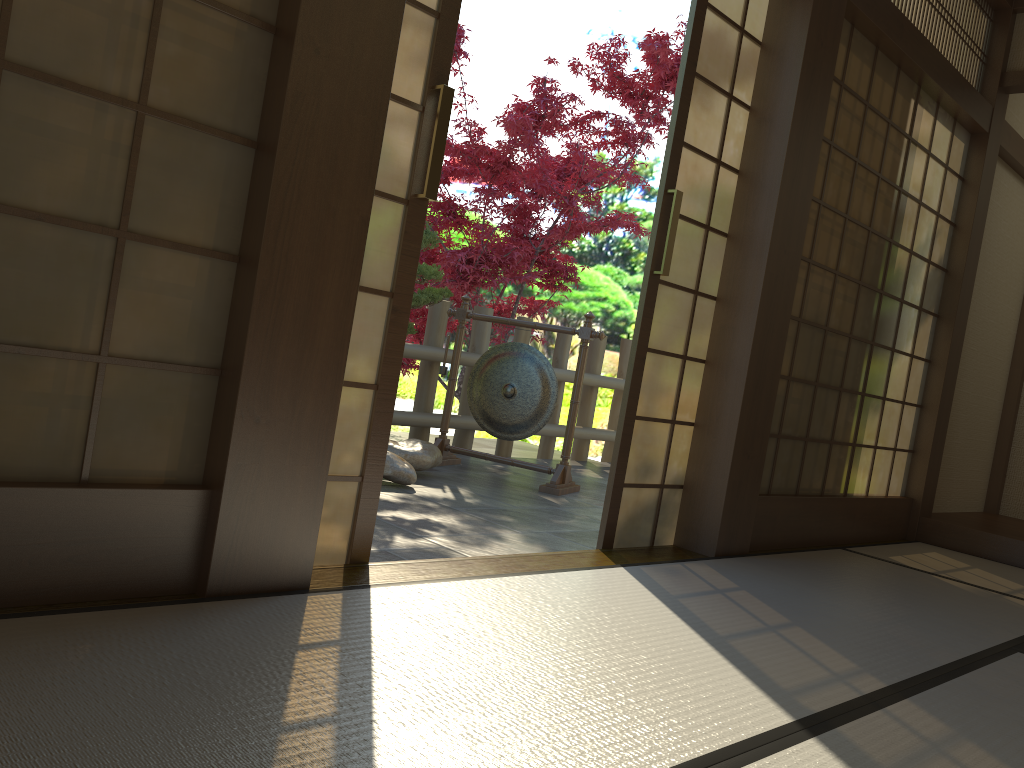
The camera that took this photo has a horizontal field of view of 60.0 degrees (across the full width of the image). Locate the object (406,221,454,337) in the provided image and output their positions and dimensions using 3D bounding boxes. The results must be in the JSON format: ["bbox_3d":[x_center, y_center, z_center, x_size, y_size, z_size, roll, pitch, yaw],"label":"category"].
[{"bbox_3d":[-0.817,-0.238,4.666,1.032,1.362,0.586,9,2,-19],"label":"object"}]

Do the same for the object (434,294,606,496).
[{"bbox_3d":[0.001,0.034,5.298,1.045,1.061,0.368,10,2,23],"label":"object"}]

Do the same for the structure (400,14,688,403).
[{"bbox_3d":[0.195,-1.353,7.667,3.045,4.004,3.412,8,2,-43],"label":"structure"}]

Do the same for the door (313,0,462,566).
[{"bbox_3d":[-0.857,-0.690,1.717,0.073,2.380,1.894,11,2,44],"label":"door"}]

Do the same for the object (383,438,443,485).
[{"bbox_3d":[-0.939,0.303,4.634,1.147,0.276,1.260,11,2,40],"label":"object"}]

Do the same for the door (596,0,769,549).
[{"bbox_3d":[1.170,-0.407,3.803,0.073,2.380,1.894,11,2,44],"label":"door"}]

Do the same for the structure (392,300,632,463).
[{"bbox_3d":[-1.328,-0.124,5.084,0.245,1.136,7.456,11,2,44],"label":"structure"}]
